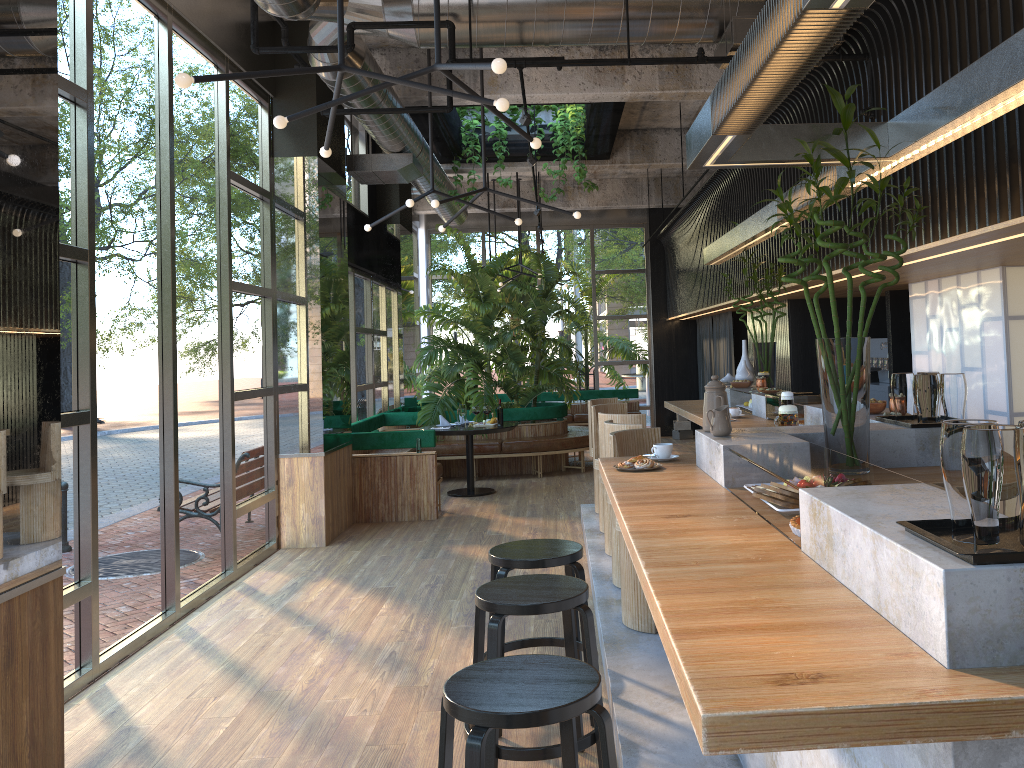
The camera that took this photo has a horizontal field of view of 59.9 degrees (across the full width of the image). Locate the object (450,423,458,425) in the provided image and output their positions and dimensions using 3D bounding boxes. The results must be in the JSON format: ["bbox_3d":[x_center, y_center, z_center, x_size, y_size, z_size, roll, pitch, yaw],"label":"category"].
[{"bbox_3d":[-0.725,0.461,10.247,0.165,0.019,0.243,-4,3,-39],"label":"object"}]

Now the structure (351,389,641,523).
[{"bbox_3d":[1.015,0.549,5.681,6.042,1.550,20.075,-2,2,2],"label":"structure"}]

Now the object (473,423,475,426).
[{"bbox_3d":[-0.426,0.454,9.968,0.032,0.031,0.040,-2,0,26],"label":"object"}]

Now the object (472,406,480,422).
[{"bbox_3d":[-0.414,0.359,10.257,0.104,0.201,0.100,-2,-1,-11],"label":"object"}]

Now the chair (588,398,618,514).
[{"bbox_3d":[0.950,0.619,7.749,0.539,0.970,0.555,-2,-1,10],"label":"chair"}]

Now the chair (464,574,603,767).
[{"bbox_3d":[0.083,1.091,3.213,0.524,0.697,0.505,-2,-1,-9],"label":"chair"}]

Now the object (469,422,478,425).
[{"bbox_3d":[-0.422,0.450,10.122,0.097,0.028,0.130,-2,2,16],"label":"object"}]

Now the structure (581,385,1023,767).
[{"bbox_3d":[3.371,0.401,4.906,5.861,1.731,7.110,-2,2,1],"label":"structure"}]

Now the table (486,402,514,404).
[{"bbox_3d":[-0.277,0.702,13.896,1.136,0.751,1.063,-2,1,-20],"label":"table"}]

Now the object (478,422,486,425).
[{"bbox_3d":[-0.332,0.440,9.983,0.101,0.013,0.222,-2,2,6],"label":"object"}]

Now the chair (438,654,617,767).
[{"bbox_3d":[0.038,1.124,2.306,0.525,0.697,0.503,-2,-1,-11],"label":"chair"}]

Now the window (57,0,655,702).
[{"bbox_3d":[-0.178,-1.887,5.724,4.148,6.497,20.323,-2,2,3],"label":"window"}]

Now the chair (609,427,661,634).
[{"bbox_3d":[0.796,0.735,4.608,0.574,0.970,0.520,-1,-2,-43],"label":"chair"}]

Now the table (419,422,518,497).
[{"bbox_3d":[-0.470,0.848,9.955,1.148,0.751,1.051,-2,1,-31],"label":"table"}]

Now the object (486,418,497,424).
[{"bbox_3d":[-0.229,0.411,9.987,0.099,0.064,0.162,-2,1,-28],"label":"object"}]

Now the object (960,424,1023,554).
[{"bbox_3d":[0.793,0.174,1.454,0.103,0.209,0.108,-2,-2,15],"label":"object"}]

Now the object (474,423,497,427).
[{"bbox_3d":[-0.275,0.454,9.989,0.235,0.019,0.358,-2,2,11],"label":"object"}]

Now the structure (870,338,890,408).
[{"bbox_3d":[3.796,0.304,9.010,0.551,1.596,0.836,-2,-1,1],"label":"structure"}]

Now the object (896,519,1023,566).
[{"bbox_3d":[0.925,0.262,1.531,0.439,0.019,0.272,-2,2,-1],"label":"object"}]

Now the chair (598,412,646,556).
[{"bbox_3d":[0.890,0.676,6.192,0.528,0.970,0.565,-2,-1,24],"label":"chair"}]

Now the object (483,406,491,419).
[{"bbox_3d":[-0.286,0.356,10.221,0.104,0.201,0.100,-2,-1,-11],"label":"object"}]

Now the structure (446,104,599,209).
[{"bbox_3d":[0.265,-2.927,11.028,2.085,1.518,1.469,-2,0,29],"label":"structure"}]

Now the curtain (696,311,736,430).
[{"bbox_3d":[3.173,-0.079,13.905,0.122,2.060,3.268,-2,1,3],"label":"curtain"}]

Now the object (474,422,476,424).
[{"bbox_3d":[-0.420,0.451,10.059,0.033,0.032,0.037,-2,0,-2],"label":"object"}]

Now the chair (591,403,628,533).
[{"bbox_3d":[0.910,0.649,6.940,0.568,0.970,0.525,-1,-1,-25],"label":"chair"}]

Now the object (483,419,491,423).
[{"bbox_3d":[-0.252,0.422,10.088,0.193,0.038,0.064,-1,1,34],"label":"object"}]

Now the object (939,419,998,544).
[{"bbox_3d":[0.810,0.170,1.562,0.103,0.209,0.108,-2,-2,15],"label":"object"}]

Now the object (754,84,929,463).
[{"bbox_3d":[1.263,-0.432,3.400,0.669,1.551,0.588,-2,-2,5],"label":"object"}]

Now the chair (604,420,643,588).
[{"bbox_3d":[0.847,0.706,5.378,0.573,0.970,0.520,-1,-2,-40],"label":"chair"}]

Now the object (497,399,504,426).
[{"bbox_3d":[-0.132,0.314,9.864,0.067,0.299,0.070,-2,-2,17],"label":"object"}]

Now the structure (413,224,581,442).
[{"bbox_3d":[-0.232,-0.530,12.353,2.492,3.440,2.601,-2,-1,-15],"label":"structure"}]

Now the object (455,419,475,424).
[{"bbox_3d":[-0.551,0.397,10.331,0.239,0.139,0.226,-2,1,-16],"label":"object"}]

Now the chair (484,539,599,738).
[{"bbox_3d":[0.115,1.067,3.859,0.519,0.697,0.509,-2,-1,-4],"label":"chair"}]

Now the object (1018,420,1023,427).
[{"bbox_3d":[0.916,0.168,1.508,0.103,0.209,0.108,-2,-2,15],"label":"object"}]
